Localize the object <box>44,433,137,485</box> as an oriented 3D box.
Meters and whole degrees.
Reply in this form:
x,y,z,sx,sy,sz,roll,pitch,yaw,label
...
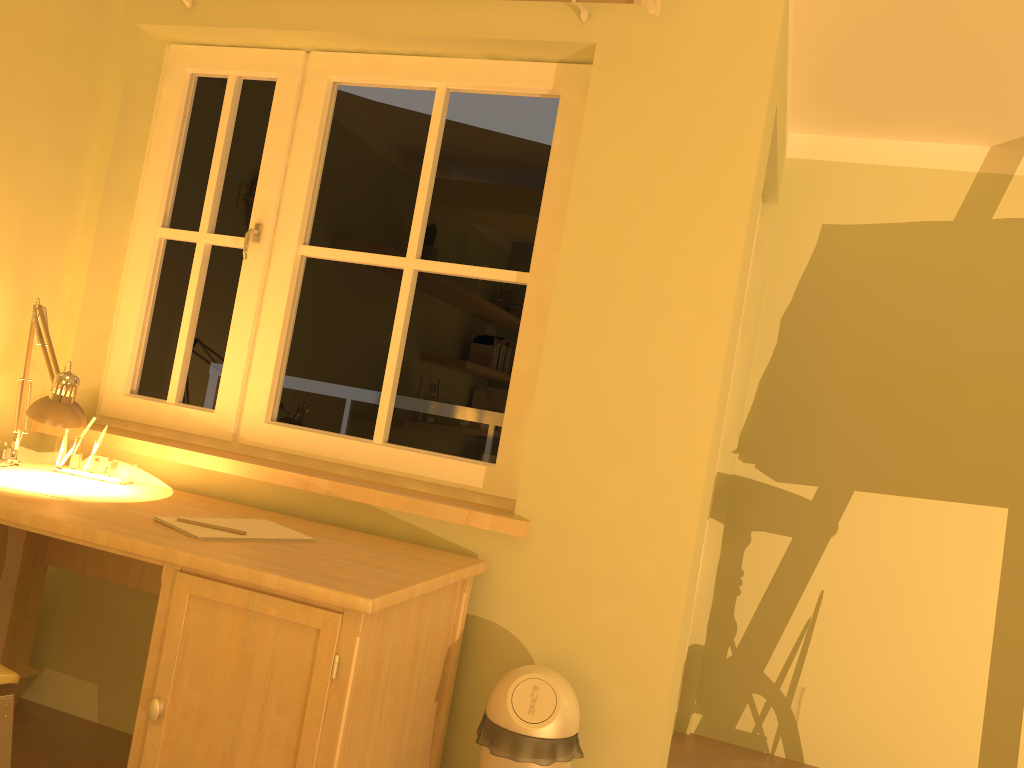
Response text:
x,y,z,sx,sy,sz,roll,pitch,yaw,label
-1.184,0.211,2.504,0.240,0.105,0.070,10,-2,10,object

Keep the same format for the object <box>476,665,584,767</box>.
x,y,z,sx,sy,sz,roll,pitch,yaw,label
0.022,0.917,2.033,0.255,0.535,0.248,12,-3,-38,object

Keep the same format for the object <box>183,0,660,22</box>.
x,y,z,sx,sy,sz,roll,pitch,yaw,label
-0.423,-1.053,2.442,1.708,0.113,0.190,9,-2,17,object

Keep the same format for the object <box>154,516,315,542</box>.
x,y,z,sx,sy,sz,roll,pitch,yaw,label
-0.642,0.338,2.064,0.210,0.010,0.300,8,-3,42,object

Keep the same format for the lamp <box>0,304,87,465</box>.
x,y,z,sx,sy,sz,roll,pitch,yaw,label
-1.265,0.013,2.353,0.484,0.455,0.140,8,-3,42,lamp

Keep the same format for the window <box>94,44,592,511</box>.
x,y,z,sx,sy,sz,roll,pitch,yaw,label
-0.545,-0.378,2.671,1.486,1.263,0.142,9,-2,17,window

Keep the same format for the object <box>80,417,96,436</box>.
x,y,z,sx,sy,sz,roll,pitch,yaw,label
-1.244,0.165,2.542,0.073,0.155,0.008,11,-2,-18,object

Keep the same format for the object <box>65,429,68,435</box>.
x,y,z,sx,sy,sz,roll,pitch,yaw,label
-1.270,0.154,2.526,0.009,0.162,0.053,10,-2,-7,object

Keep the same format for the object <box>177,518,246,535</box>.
x,y,z,sx,sy,sz,roll,pitch,yaw,label
-0.680,0.322,2.004,0.166,0.009,0.008,10,-2,8,object

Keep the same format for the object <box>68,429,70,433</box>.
x,y,z,sx,sy,sz,roll,pitch,yaw,label
-1.278,0.153,2.540,0.009,0.165,0.034,10,-2,10,object

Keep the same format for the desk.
x,y,z,sx,sy,sz,roll,pitch,yaw,label
-0.879,0.670,2.136,1.396,0.720,0.684,9,-2,17,desk

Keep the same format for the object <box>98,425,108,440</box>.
x,y,z,sx,sy,sz,roll,pitch,yaw,label
-1.190,0.183,2.533,0.043,0.138,0.010,10,-2,-9,object

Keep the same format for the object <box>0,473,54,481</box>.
x,y,z,sx,sy,sz,roll,pitch,yaw,label
-1.318,0.226,2.234,0.300,0.009,0.040,12,-3,-43,object

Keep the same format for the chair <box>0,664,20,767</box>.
x,y,z,sx,sy,sz,roll,pitch,yaw,label
-1.276,0.550,1.672,0.531,0.785,0.546,8,-3,37,chair
